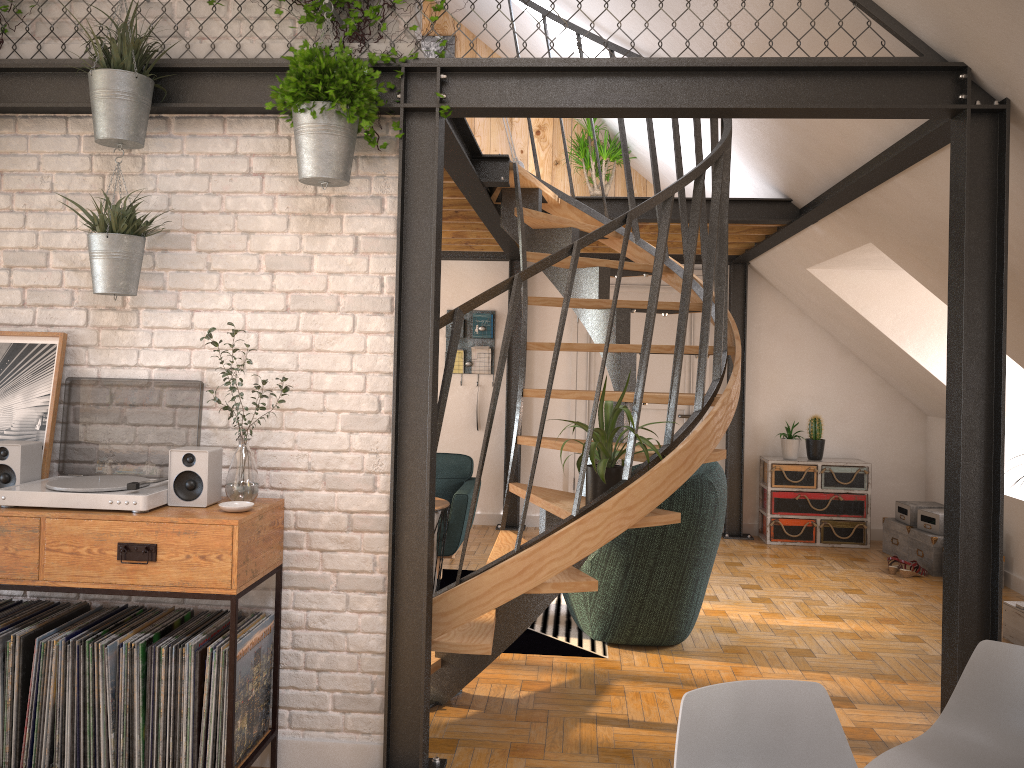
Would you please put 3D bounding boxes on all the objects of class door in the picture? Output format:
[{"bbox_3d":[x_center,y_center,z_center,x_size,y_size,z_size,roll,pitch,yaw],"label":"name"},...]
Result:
[{"bbox_3d":[1.112,0.139,7.753,1.200,2.301,0.088,1,-1,4],"label":"door"}]

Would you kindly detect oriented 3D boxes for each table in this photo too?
[{"bbox_3d":[-0.716,0.973,5.292,0.681,0.686,0.681,2,1,44],"label":"table"}]

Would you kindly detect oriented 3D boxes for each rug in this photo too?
[{"bbox_3d":[-1.196,1.304,5.403,3.500,0.010,1.700,2,2,4],"label":"rug"}]

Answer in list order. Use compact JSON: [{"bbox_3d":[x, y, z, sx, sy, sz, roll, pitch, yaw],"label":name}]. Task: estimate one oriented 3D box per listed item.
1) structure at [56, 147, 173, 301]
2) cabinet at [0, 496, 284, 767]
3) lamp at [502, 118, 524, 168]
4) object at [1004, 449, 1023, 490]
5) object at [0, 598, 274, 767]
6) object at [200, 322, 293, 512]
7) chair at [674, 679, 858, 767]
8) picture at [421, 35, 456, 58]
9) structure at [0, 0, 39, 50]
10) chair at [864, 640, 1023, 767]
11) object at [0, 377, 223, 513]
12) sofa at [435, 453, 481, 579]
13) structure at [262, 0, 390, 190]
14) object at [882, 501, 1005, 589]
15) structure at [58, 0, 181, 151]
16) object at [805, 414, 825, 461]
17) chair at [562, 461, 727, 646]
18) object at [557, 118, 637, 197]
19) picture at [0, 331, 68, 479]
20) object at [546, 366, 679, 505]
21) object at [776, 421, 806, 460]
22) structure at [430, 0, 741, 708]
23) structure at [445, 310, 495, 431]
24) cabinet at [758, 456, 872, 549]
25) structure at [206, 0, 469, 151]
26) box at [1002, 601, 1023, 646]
[{"bbox_3d":[-1.388,-0.557,3.101,0.360,0.535,0.384,1,0,14],"label":"structure"},{"bbox_3d":[-1.472,0.881,2.983,1.265,0.964,0.456,1,0,4],"label":"cabinet"},{"bbox_3d":[-0.264,-2.267,7.670,0.850,0.814,0.194,1,0,-39],"label":"lamp"},{"bbox_3d":[3.622,0.500,5.643,1.018,0.584,0.921,2,1,22],"label":"object"},{"bbox_3d":[-1.519,1.074,2.997,1.313,0.575,0.404,1,0,4],"label":"object"},{"bbox_3d":[-0.951,0.100,3.020,0.296,0.621,0.290,1,0,20],"label":"object"},{"bbox_3d":[0.497,1.017,1.514,0.403,0.867,0.430,2,0,-15],"label":"chair"},{"bbox_3d":[-0.697,-2.867,7.925,0.381,0.507,0.011,1,-1,4],"label":"picture"},{"bbox_3d":[-2.181,-1.641,3.309,2.127,1.680,0.431,1,-1,5],"label":"structure"},{"bbox_3d":[0.990,1.022,1.823,0.429,0.872,0.404,2,0,-28],"label":"chair"},{"bbox_3d":[-1.394,0.192,3.031,0.787,0.415,0.414,1,0,4],"label":"object"},{"bbox_3d":[-1.241,0.882,6.306,1.973,0.783,0.824,1,0,4],"label":"sofa"},{"bbox_3d":[-0.635,-0.989,3.023,0.438,0.653,0.423,1,0,35],"label":"structure"},{"bbox_3d":[3.082,1.156,6.631,0.696,0.429,1.155,1,1,4],"label":"object"},{"bbox_3d":[-1.387,-1.116,3.098,0.384,0.607,0.348,1,0,-33],"label":"structure"},{"bbox_3d":[2.542,0.436,7.436,0.168,0.401,0.169,2,-1,-34],"label":"object"},{"bbox_3d":[0.706,0.885,4.872,0.900,0.964,0.897,1,0,-10],"label":"chair"},{"bbox_3d":[0.695,-1.732,7.366,0.733,1.049,0.789,1,0,44],"label":"object"},{"bbox_3d":[-1.841,0.096,3.190,0.411,0.576,0.126,1,-1,4],"label":"picture"},{"bbox_3d":[0.366,0.209,3.632,0.528,0.592,0.457,1,0,-8],"label":"object"},{"bbox_3d":[2.329,0.467,7.428,0.234,0.330,0.214,1,0,10],"label":"object"},{"bbox_3d":[0.274,-0.514,4.283,1.628,3.820,2.247,1,0,19],"label":"structure"},{"bbox_3d":[-0.382,-0.121,7.868,0.442,1.077,0.099,1,-1,4],"label":"structure"},{"bbox_3d":[2.538,0.984,7.453,0.834,0.696,0.379,1,0,4],"label":"cabinet"},{"bbox_3d":[-0.495,-1.758,3.195,1.305,1.871,0.458,1,-1,1],"label":"structure"},{"bbox_3d":[2.902,1.313,4.611,0.376,0.218,0.641,1,1,-1],"label":"box"}]
